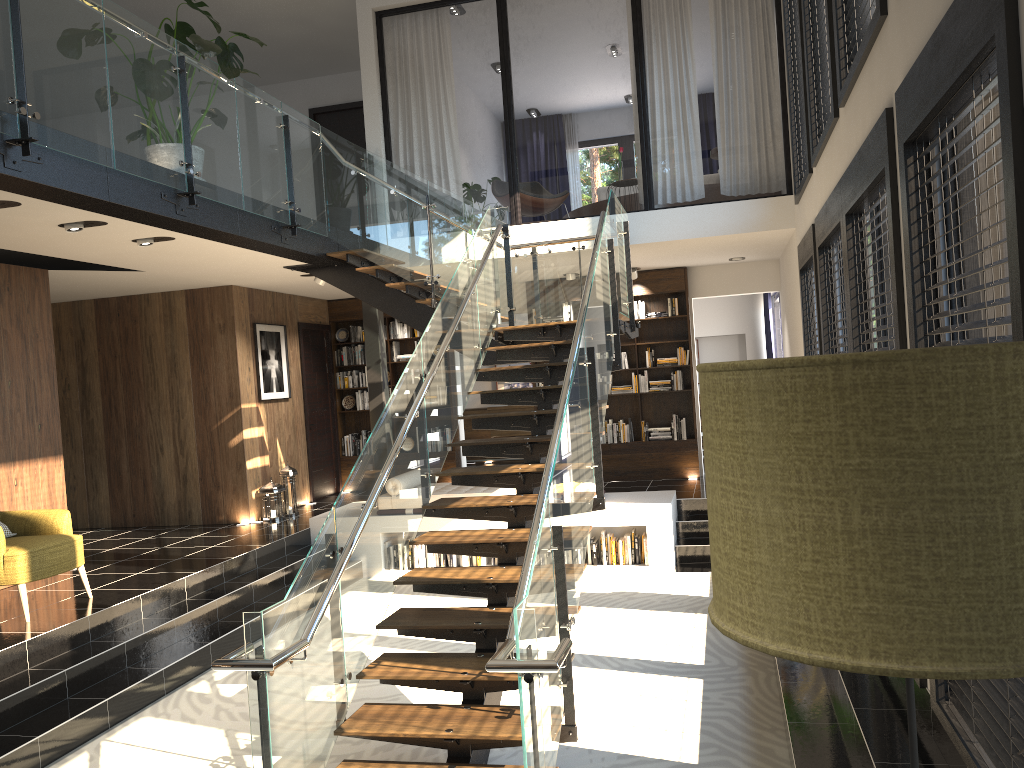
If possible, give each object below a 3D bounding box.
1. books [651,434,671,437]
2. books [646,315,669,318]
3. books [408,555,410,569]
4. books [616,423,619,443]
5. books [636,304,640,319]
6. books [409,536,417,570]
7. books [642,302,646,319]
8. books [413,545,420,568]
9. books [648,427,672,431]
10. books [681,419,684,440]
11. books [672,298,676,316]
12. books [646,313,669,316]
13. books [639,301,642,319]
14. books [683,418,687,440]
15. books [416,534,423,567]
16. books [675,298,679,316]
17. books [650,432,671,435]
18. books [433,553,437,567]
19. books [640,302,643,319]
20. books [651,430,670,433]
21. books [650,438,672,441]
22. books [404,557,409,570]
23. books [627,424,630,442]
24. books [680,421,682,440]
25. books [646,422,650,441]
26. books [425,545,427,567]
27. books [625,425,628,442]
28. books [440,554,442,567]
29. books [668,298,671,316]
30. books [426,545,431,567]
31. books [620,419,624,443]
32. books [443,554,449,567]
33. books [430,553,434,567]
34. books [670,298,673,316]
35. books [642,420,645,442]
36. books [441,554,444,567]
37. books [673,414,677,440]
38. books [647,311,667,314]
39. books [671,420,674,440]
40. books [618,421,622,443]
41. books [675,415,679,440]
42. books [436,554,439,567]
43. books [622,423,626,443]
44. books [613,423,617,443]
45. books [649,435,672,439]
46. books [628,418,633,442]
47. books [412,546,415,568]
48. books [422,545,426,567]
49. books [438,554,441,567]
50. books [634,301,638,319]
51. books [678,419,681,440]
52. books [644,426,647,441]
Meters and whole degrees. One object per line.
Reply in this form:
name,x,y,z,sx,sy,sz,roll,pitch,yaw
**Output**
books,1.922,0.658,11.456,0.250,0.026,0.148,-4,0,10
books,1.877,-0.866,11.435,0.285,0.025,0.176,-4,0,14
books,-1.055,1.786,9.311,0.028,0.279,0.120,-4,1,13
books,1.387,0.638,11.566,0.029,0.250,0.142,-4,1,13
books,1.639,-0.932,11.479,0.030,0.189,0.152,-4,1,13
books,-1.036,1.764,9.277,0.030,0.322,0.202,-4,1,13
books,1.709,-0.949,11.458,0.026,0.213,0.195,-4,1,13
books,-0.980,1.766,9.261,0.028,0.309,0.211,-4,1,13
books,1.913,0.581,11.439,0.288,0.030,0.175,-4,0,18
books,2.193,0.582,11.368,0.023,0.254,0.191,-4,1,13
books,2.075,-0.981,11.343,0.036,0.228,0.198,-4,1,13
books,1.873,-0.890,11.428,0.288,0.025,0.175,-4,0,9
books,1.665,-0.956,11.484,0.021,0.233,0.147,-4,1,13
books,2.214,0.570,11.356,0.025,0.274,0.204,-4,1,13
books,-0.939,1.749,9.272,0.051,0.338,0.187,-4,1,13
books,2.111,-0.982,11.353,0.028,0.227,0.165,-4,1,13
books,1.917,0.634,11.443,0.263,0.024,0.167,-4,0,9
books,-0.800,1.761,9.283,0.020,0.295,0.102,-4,1,13
books,1.690,-0.949,11.486,0.025,0.217,0.159,-4,1,13
books,1.918,0.609,11.454,0.251,0.026,0.148,-4,0,9
books,1.925,0.714,11.455,0.273,0.025,0.156,-4,0,11
books,-1.088,1.801,9.286,0.027,0.254,0.204,-4,1,13
books,1.519,0.640,11.542,0.026,0.227,0.129,-4,1,13
books,2.174,0.593,11.382,0.022,0.234,0.178,-4,1,13
books,1.753,0.619,11.467,0.026,0.238,0.159,-4,1,13
books,-0.877,1.757,9.267,0.021,0.313,0.139,-4,1,13
books,1.494,0.645,11.548,0.026,0.221,0.145,-4,1,13
books,-0.723,1.774,9.296,0.023,0.260,0.133,-4,1,13
books,2.029,-0.979,11.391,0.030,0.231,0.176,-4,1,13
books,-0.851,1.792,9.259,0.029,0.240,0.165,-4,1,13
books,1.439,0.612,11.553,0.025,0.294,0.177,-4,1,13
books,-0.686,1.760,9.261,0.028,0.282,0.172,-4,1,13
books,-0.824,1.775,9.266,0.021,0.271,0.148,-4,1,13
books,2.056,-0.985,11.388,0.023,0.238,0.178,-4,1,13
books,1.709,0.609,11.499,0.024,0.264,0.174,-4,1,13
books,-0.706,1.772,9.275,0.019,0.261,0.182,-4,1,13
books,2.095,0.552,11.390,0.030,0.326,0.195,-4,1,13
books,1.877,-0.913,11.450,0.246,0.021,0.148,-4,0,13
books,2.071,0.594,11.396,0.026,0.247,0.149,-4,1,13
books,1.412,0.621,11.553,0.028,0.280,0.154,-4,1,13
books,2.124,0.558,11.385,0.027,0.311,0.148,-4,1,13
books,-0.767,1.783,9.323,0.026,0.247,0.149,-4,1,13
books,1.463,0.633,11.535,0.028,0.250,0.161,-4,1,13
books,1.356,0.637,11.571,0.034,0.255,0.194,-4,1,13
books,1.921,0.687,11.446,0.286,0.030,0.176,-4,0,12
books,1.542,0.599,11.545,0.022,0.307,0.131,-4,1,13
books,-0.999,1.804,9.293,0.029,0.237,0.146,-4,1,13
books,-0.900,1.774,9.263,0.025,0.283,0.149,-4,1,13
books,-0.744,1.763,9.316,0.025,0.285,0.137,-4,1,13
books,1.611,-0.951,11.497,0.030,0.231,0.177,-4,1,13
books,2.151,0.578,11.390,0.023,0.267,0.147,-4,1,13
books,1.731,0.640,11.481,0.025,0.199,0.149,-4,1,13
